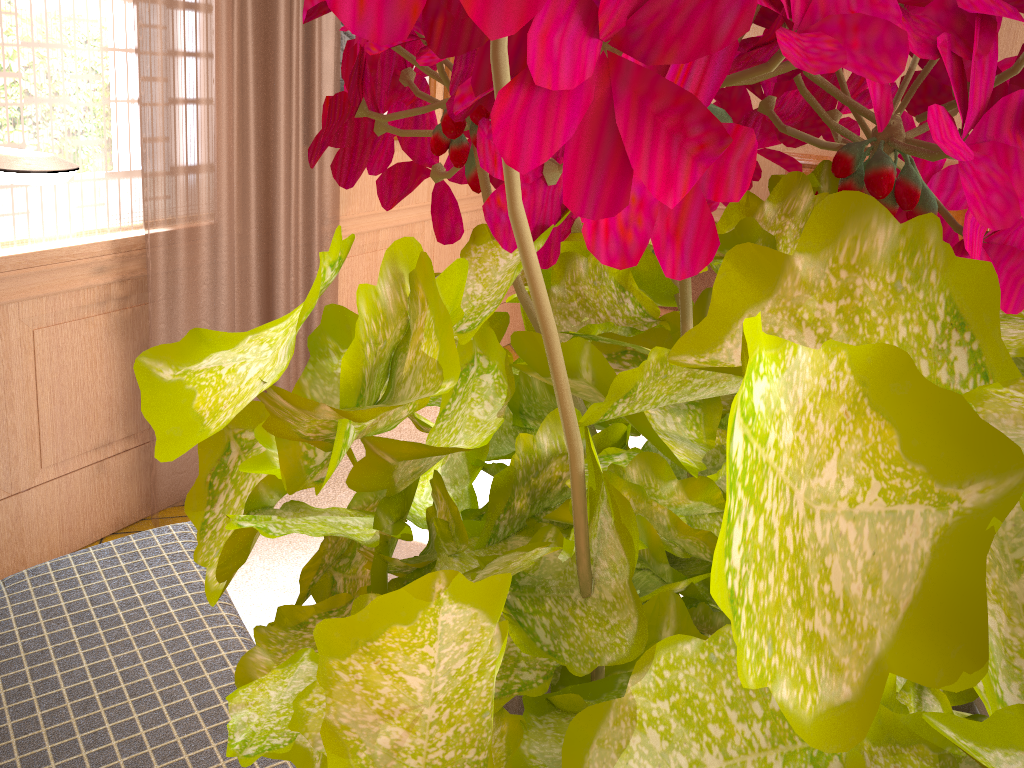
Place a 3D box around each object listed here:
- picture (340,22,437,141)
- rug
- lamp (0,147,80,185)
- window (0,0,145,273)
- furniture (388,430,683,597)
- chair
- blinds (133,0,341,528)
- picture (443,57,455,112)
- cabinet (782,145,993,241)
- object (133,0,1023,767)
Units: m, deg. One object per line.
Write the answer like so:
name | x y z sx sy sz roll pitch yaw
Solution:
picture | -0.810 -2.104 5.353 0.048 1.214 1.276 11 18 26
rug | 1.471 1.788 1.893 8.036 0.019 6.128 14 22 26
lamp | -1.423 0.356 2.418 0.629 1.972 0.580 1 14 -10
window | -2.265 -2.151 3.415 0.855 3.286 2.484 11 17 26
furniture | 0.769 0.808 3.183 1.967 0.875 1.996 12 20 24
chair | -1.165 0.679 1.631 1.733 1.920 1.955 -8 20 -35
blinds | -1.290 -1.720 4.308 0.269 4.660 1.476 10 15 25
picture | -0.129 -2.487 6.559 0.048 1.214 1.276 11 18 26
cabinet | 3.046 -0.368 5.481 2.794 1.890 1.445 13 18 27
object | 0.081 0.220 0.470 0.460 1.060 0.535 11 16 25
